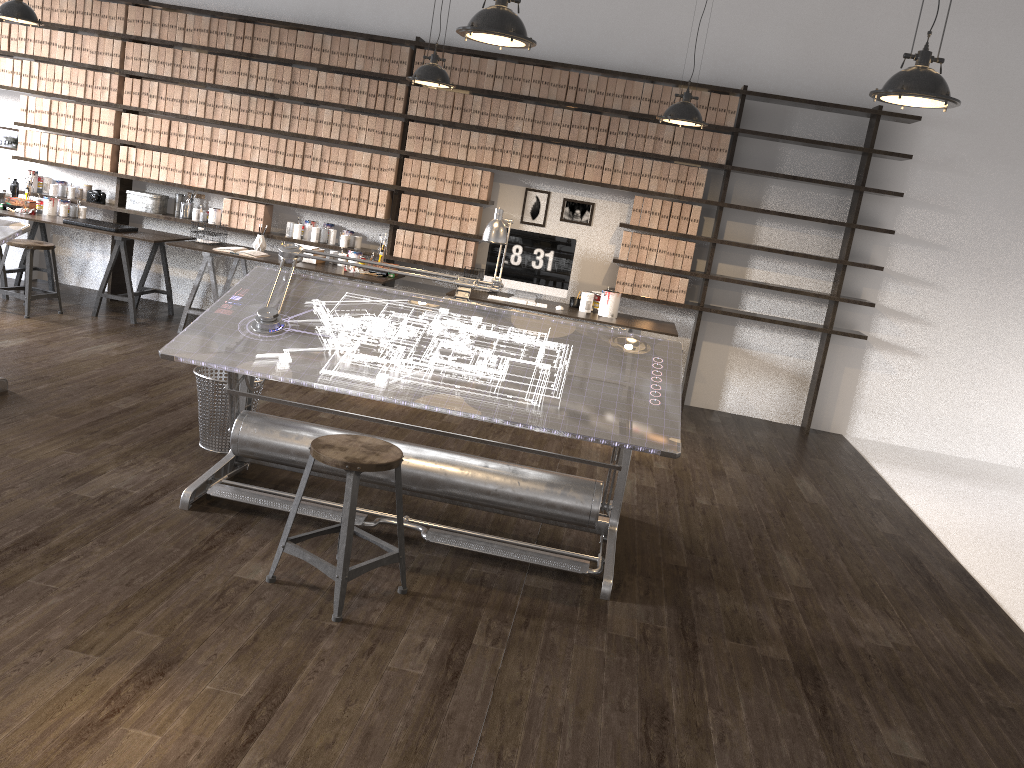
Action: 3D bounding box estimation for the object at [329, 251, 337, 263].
[{"bbox_3d":[-1.410,-1.001,6.992,0.062,0.093,0.062,0,14,-42],"label":"object"}]

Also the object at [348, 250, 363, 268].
[{"bbox_3d":[-1.214,-0.959,6.863,0.105,0.140,0.104,12,11,13],"label":"object"}]

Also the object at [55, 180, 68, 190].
[{"bbox_3d":[-3.796,-1.645,7.454,0.095,0.127,0.094,17,13,36],"label":"object"}]

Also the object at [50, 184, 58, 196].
[{"bbox_3d":[-3.799,-1.608,7.346,0.062,0.093,0.062,8,11,-8],"label":"object"}]

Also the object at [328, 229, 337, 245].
[{"bbox_3d":[-1.448,-1.184,7.136,0.062,0.118,0.062,5,11,-25],"label":"object"}]

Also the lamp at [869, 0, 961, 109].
[{"bbox_3d":[1.639,-2.111,3.029,0.310,2.233,0.316,7,10,-14],"label":"lamp"}]

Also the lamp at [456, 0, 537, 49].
[{"bbox_3d":[0.120,-2.399,3.195,0.312,2.233,0.313,15,11,30],"label":"lamp"}]

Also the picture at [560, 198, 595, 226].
[{"bbox_3d":[0.516,-1.360,7.002,0.251,0.182,0.023,11,10,6],"label":"picture"}]

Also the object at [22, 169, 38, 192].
[{"bbox_3d":[-4.002,-1.686,7.360,0.107,0.175,0.108,11,11,8],"label":"object"}]

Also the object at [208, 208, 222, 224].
[{"bbox_3d":[-2.426,-1.368,7.227,0.095,0.127,0.094,12,11,13],"label":"object"}]

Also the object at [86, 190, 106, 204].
[{"bbox_3d":[-3.452,-1.556,7.331,0.171,0.108,0.091,11,11,6],"label":"object"}]

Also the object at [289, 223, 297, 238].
[{"bbox_3d":[-1.763,-1.237,7.142,0.063,0.117,0.063,0,14,-42],"label":"object"}]

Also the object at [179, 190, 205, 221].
[{"bbox_3d":[-2.637,-1.492,7.277,0.181,0.269,0.158,8,11,-10],"label":"object"}]

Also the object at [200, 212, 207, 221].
[{"bbox_3d":[-2.493,-1.373,7.275,0.062,0.092,0.182,13,12,19],"label":"object"}]

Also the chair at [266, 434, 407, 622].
[{"bbox_3d":[-0.577,0.476,3.103,0.374,0.523,0.359,17,13,34],"label":"chair"}]

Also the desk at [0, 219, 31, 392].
[{"bbox_3d":[-3.583,-0.724,4.246,2.282,1.375,1.085,11,11,6],"label":"desk"}]

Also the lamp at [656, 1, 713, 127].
[{"bbox_3d":[1.199,-2.652,5.124,0.312,2.233,0.313,15,11,30],"label":"lamp"}]

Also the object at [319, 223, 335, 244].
[{"bbox_3d":[-1.512,-1.219,7.173,0.094,0.160,0.207,11,11,7],"label":"object"}]

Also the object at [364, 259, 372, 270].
[{"bbox_3d":[-1.125,-0.922,6.882,0.060,0.088,0.060,11,11,10],"label":"object"}]

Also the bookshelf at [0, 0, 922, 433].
[{"bbox_3d":[-1.787,-1.292,7.245,9.185,3.181,0.376,11,10,6],"label":"bookshelf"}]

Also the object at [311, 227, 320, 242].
[{"bbox_3d":[-1.573,-1.193,7.081,0.062,0.118,0.062,5,11,-25],"label":"object"}]

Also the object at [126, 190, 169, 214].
[{"bbox_3d":[-3.015,-1.502,7.318,0.317,0.151,0.194,11,11,5],"label":"object"}]

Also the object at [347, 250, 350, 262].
[{"bbox_3d":[-1.247,-0.983,6.974,0.095,0.127,0.095,10,11,2],"label":"object"}]

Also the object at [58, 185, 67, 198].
[{"bbox_3d":[-3.730,-1.598,7.353,0.062,0.092,0.064,8,11,-8],"label":"object"}]

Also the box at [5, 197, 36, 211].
[{"bbox_3d":[-3.953,-1.452,7.152,0.212,0.082,0.139,11,12,6],"label":"box"}]

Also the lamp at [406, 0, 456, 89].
[{"bbox_3d":[-0.321,-2.940,5.290,0.312,2.233,0.313,15,11,30],"label":"lamp"}]

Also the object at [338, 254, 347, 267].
[{"bbox_3d":[-1.323,-0.964,6.892,0.062,0.093,0.062,2,13,-34],"label":"object"}]

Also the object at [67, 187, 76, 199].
[{"bbox_3d":[-3.666,-1.591,7.368,0.062,0.093,0.062,8,11,-8],"label":"object"}]

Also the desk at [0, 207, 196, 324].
[{"bbox_3d":[-3.485,-0.961,7.049,1.670,0.664,0.661,11,11,6],"label":"desk"}]

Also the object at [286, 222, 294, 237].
[{"bbox_3d":[-1.802,-1.256,7.194,0.062,0.118,0.062,0,14,-42],"label":"object"}]

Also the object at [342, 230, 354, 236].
[{"bbox_3d":[-1.337,-1.185,7.207,0.094,0.128,0.096,8,11,-7],"label":"object"}]

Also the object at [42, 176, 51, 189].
[{"bbox_3d":[-3.936,-1.686,7.490,0.071,0.128,0.072,2,13,-36],"label":"object"}]

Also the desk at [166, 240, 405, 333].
[{"bbox_3d":[-1.760,-0.634,6.861,1.670,0.664,0.661,11,11,6],"label":"desk"}]

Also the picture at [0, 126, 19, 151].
[{"bbox_3d":[-4.275,-2.091,7.551,0.251,0.182,0.023,11,10,6],"label":"picture"}]

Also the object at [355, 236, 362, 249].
[{"bbox_3d":[-1.246,-1.144,7.153,0.062,0.095,0.062,17,13,37],"label":"object"}]

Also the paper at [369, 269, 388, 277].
[{"bbox_3d":[-1.033,-0.839,6.685,0.155,0.038,0.138,14,13,20],"label":"paper"}]

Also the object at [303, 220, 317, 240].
[{"bbox_3d":[-1.639,-1.241,7.176,0.095,0.160,0.095,10,10,2],"label":"object"}]

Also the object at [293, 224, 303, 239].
[{"bbox_3d":[-1.715,-1.219,7.093,0.062,0.118,0.062,3,12,-34],"label":"object"}]

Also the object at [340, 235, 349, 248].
[{"bbox_3d":[-1.334,-1.135,7.048,0.062,0.095,0.062,17,13,37],"label":"object"}]

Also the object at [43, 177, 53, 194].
[{"bbox_3d":[-3.894,-1.665,7.425,0.070,0.129,0.071,-1,15,-45],"label":"object"}]

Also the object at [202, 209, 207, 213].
[{"bbox_3d":[-2.532,-1.387,7.296,0.062,0.092,0.064,3,12,-31],"label":"object"}]

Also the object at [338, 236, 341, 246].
[{"bbox_3d":[-1.367,-1.148,7.129,0.054,0.080,0.055,9,11,-4],"label":"object"}]

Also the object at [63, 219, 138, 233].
[{"bbox_3d":[-3.177,-1.225,6.849,0.446,0.033,0.315,11,12,6],"label":"object"}]

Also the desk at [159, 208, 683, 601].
[{"bbox_3d":[-0.305,-0.103,3.888,2.070,1.375,1.085,11,11,6],"label":"desk"}]

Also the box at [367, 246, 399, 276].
[{"bbox_3d":[-0.983,-0.951,6.819,0.212,0.205,0.138,11,11,6],"label":"box"}]

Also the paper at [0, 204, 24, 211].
[{"bbox_3d":[-3.962,-1.394,7.004,0.155,0.038,0.139,8,12,-9],"label":"paper"}]

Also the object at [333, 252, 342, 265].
[{"bbox_3d":[-1.371,-0.982,6.940,0.063,0.092,0.063,0,14,-42],"label":"object"}]

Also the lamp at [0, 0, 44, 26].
[{"bbox_3d":[-3.045,-3.456,5.587,0.310,2.233,0.316,7,10,-14],"label":"lamp"}]

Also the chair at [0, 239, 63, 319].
[{"bbox_3d":[-3.565,-0.783,6.529,0.372,0.523,0.361,12,11,14],"label":"chair"}]

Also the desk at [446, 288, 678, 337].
[{"bbox_3d":[0.334,-0.237,6.633,1.670,0.664,0.661,11,11,6],"label":"desk"}]

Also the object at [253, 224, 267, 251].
[{"bbox_3d":[-1.998,-1.163,7.041,0.101,0.207,0.102,1,13,-38],"label":"object"}]

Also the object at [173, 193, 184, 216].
[{"bbox_3d":[-2.773,-1.487,7.377,0.078,0.186,0.079,7,10,-15],"label":"object"}]

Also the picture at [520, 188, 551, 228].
[{"bbox_3d":[0.186,-1.402,7.042,0.201,0.282,0.022,10,10,6],"label":"picture"}]

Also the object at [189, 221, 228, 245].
[{"bbox_3d":[-2.382,-1.185,6.963,0.204,0.159,0.286,11,12,6],"label":"object"}]

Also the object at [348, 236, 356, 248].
[{"bbox_3d":[-1.288,-1.138,7.096,0.063,0.094,0.063,18,13,37],"label":"object"}]

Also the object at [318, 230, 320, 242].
[{"bbox_3d":[-1.567,-1.198,7.169,0.054,0.100,0.054,14,11,22],"label":"object"}]
